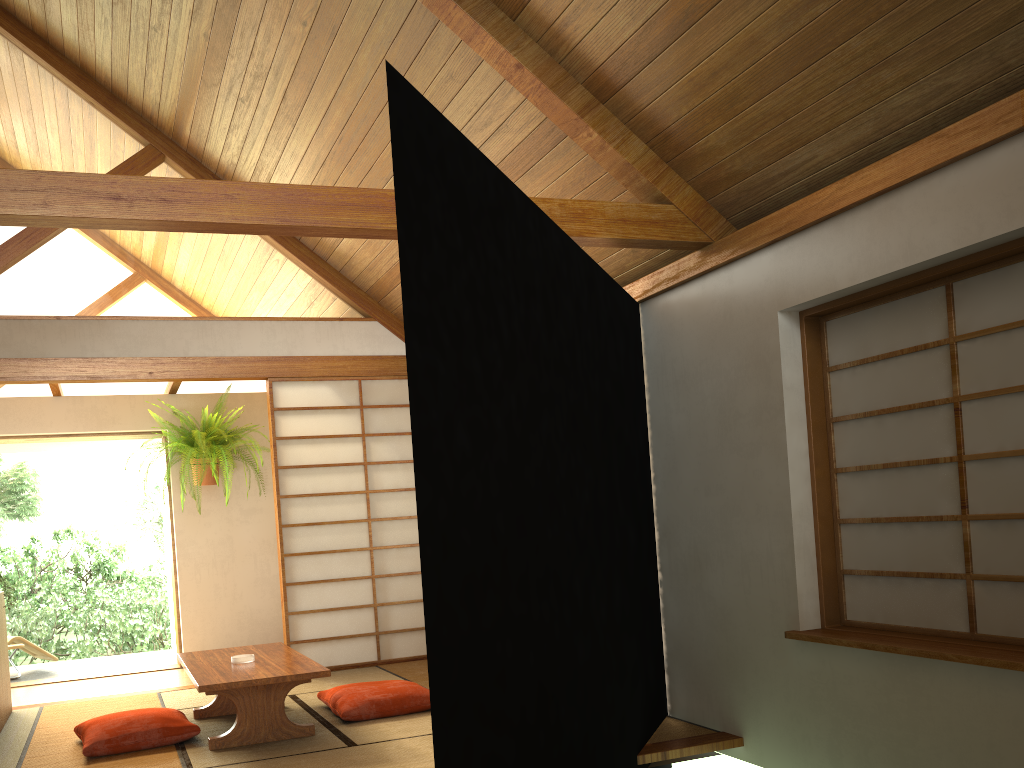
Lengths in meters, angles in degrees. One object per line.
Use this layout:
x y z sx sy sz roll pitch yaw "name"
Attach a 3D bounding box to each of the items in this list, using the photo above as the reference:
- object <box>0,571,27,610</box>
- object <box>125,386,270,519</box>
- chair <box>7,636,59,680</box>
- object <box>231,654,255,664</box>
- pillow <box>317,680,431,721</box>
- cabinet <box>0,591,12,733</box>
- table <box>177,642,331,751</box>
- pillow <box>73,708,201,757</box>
-3.162 1.152 5.040 0.529 0.374 0.542 -7 -7 28 "object"
-2.435 0.566 7.056 1.202 1.123 1.126 -2 -5 -29 "object"
-4.538 2.194 7.383 0.865 0.624 1.153 -9 -8 42 "chair"
-1.376 1.406 4.479 0.129 0.030 0.111 -11 -11 41 "object"
-0.731 1.688 4.726 0.530 0.131 0.596 -1 -9 -23 "pillow"
-2.759 1.415 4.027 0.529 0.733 2.810 -3 -8 -25 "cabinet"
-1.358 1.592 4.503 0.572 0.334 1.275 -1 -8 -24 "table"
-1.869 1.703 4.351 0.525 0.148 0.600 0 -9 -28 "pillow"
